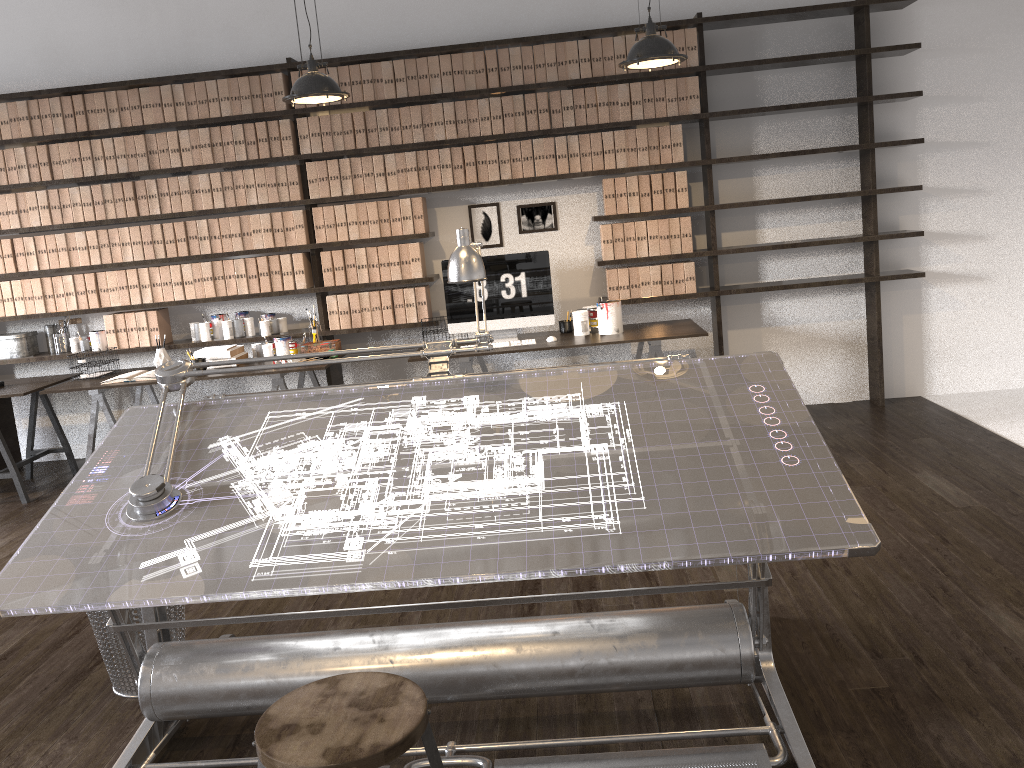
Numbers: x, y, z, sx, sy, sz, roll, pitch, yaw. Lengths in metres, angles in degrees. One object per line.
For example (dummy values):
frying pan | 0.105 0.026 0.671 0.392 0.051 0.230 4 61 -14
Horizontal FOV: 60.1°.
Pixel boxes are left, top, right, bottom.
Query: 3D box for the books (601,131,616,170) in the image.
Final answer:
books | 0.589 -1.424 5.425 0.067 0.224 0.176 -5 9 4

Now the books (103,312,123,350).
books | -2.554 -0.345 5.735 0.067 0.224 0.176 -5 9 4

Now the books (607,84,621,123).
books | 0.616 -1.693 5.388 0.066 0.224 0.176 -5 9 4

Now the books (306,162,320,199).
books | -1.220 -1.270 5.539 0.066 0.224 0.176 -5 9 4

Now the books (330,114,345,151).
books | -1.061 -1.549 5.491 0.066 0.224 0.176 -5 9 4

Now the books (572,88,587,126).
books | 0.412 -1.675 5.402 0.066 0.224 0.176 -5 9 4

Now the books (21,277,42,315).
books | -3.078 -0.572 5.732 0.066 0.224 0.176 -5 9 4

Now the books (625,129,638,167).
books | 0.723 -1.436 5.420 0.066 0.224 0.176 -5 9 4

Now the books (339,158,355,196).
books | -1.014 -1.288 5.525 0.066 0.224 0.176 -5 9 4

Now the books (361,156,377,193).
books | -0.875 -1.300 5.519 0.066 0.224 0.176 -5 9 4

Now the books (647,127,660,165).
books | 0.857 -1.448 5.413 0.066 0.224 0.176 -5 9 4

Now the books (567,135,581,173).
books | 0.380 -1.407 5.440 0.066 0.224 0.176 -5 9 4

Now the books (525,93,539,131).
books | 0.123 -1.651 5.420 0.066 0.224 0.176 -5 9 4

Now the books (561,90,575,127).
books | 0.341 -1.668 5.402 0.066 0.224 0.176 -5 9 4

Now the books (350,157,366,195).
books | -0.944 -1.294 5.525 0.066 0.224 0.176 -5 9 4

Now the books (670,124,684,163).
books | 0.998 -1.459 5.400 0.066 0.224 0.176 -5 9 4

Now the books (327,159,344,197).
books | -1.086 -1.281 5.526 0.066 0.224 0.176 -5 9 4

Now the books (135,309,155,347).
books | -2.346 -0.363 5.724 0.066 0.224 0.176 -5 9 4

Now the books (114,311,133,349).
books | -2.487 -0.352 5.736 0.066 0.224 0.176 -5 9 4

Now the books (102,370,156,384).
books | -2.211 -0.050 5.256 0.354 0.029 0.258 -5 11 4

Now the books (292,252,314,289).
books | -1.324 -0.721 5.623 0.066 0.224 0.176 -5 9 4

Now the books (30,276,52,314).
books | -3.012 -0.576 5.724 0.067 0.224 0.176 -5 9 4

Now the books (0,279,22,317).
books | -3.213 -0.559 5.737 0.067 0.224 0.176 -5 9 4

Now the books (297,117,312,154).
books | -1.268 -1.531 5.503 0.066 0.224 0.176 -5 9 4

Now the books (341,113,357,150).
books | -0.996 -1.555 5.489 0.066 0.224 0.176 -5 9 4

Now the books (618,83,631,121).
books | 0.678 -1.697 5.383 0.066 0.224 0.176 -5 9 4

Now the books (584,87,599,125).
books | 0.482 -1.681 5.398 0.066 0.224 0.176 -5 9 4

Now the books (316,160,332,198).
books | -1.158 -1.275 5.531 0.067 0.224 0.176 -5 9 4

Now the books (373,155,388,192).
books | -0.805 -1.305 5.511 0.067 0.224 0.176 -5 9 4

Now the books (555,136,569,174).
books | 0.308 -1.400 5.441 0.066 0.224 0.176 -5 9 4

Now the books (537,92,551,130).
books | 0.196 -1.656 5.410 0.067 0.224 0.176 -5 9 4

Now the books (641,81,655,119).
books | 0.820 -1.710 5.376 0.066 0.224 0.176 -5 9 4

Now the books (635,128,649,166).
books | 0.790 -1.441 5.411 0.067 0.224 0.176 -5 9 4

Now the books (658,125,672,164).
books | 0.928 -1.454 5.409 0.066 0.224 0.176 -5 9 4

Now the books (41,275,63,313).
books | -2.945 -0.583 5.725 0.066 0.224 0.176 -5 9 4

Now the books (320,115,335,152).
books | -1.124 -1.543 5.490 0.067 0.224 0.176 -5 9 4

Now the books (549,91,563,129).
books | 0.271 -1.663 5.411 0.066 0.224 0.176 -5 9 4

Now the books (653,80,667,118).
books | 0.890 -1.716 5.374 0.066 0.224 0.176 -5 9 4

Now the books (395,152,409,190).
books | -0.670 -1.317 5.506 0.066 0.224 0.176 -5 9 4

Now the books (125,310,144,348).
books | -2.417 -0.358 5.732 0.066 0.224 0.176 -5 9 4

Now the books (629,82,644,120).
books | 0.750 -1.703 5.376 0.067 0.224 0.176 -5 9 4

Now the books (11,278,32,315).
books | -3.141 -0.566 5.735 0.066 0.224 0.176 -5 9 4

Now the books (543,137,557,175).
books | 0.236 -1.394 5.445 0.067 0.224 0.176 -5 9 4

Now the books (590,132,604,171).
books | 0.519 -1.419 5.433 0.066 0.224 0.176 -5 9 4

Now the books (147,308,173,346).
books | -2.275 -0.370 5.724 0.066 0.224 0.176 -5 9 4

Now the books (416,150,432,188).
books | -0.537 -1.329 5.499 0.066 0.224 0.176 -5 9 4

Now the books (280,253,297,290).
books | -1.402 -0.714 5.626 0.067 0.224 0.176 -5 9 4

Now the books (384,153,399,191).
books | -0.733 -1.312 5.508 0.066 0.224 0.176 -5 9 4

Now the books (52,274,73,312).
books | -2.874 -0.589 5.721 0.066 0.224 0.176 -5 9 4

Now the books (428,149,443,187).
books | -0.466 -1.335 5.494 0.066 0.224 0.176 -5 9 4

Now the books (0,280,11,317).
books | -3.283 -0.554 5.745 0.066 0.224 0.176 -5 9 4

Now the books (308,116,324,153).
books | -1.196 -1.537 5.495 0.066 0.224 0.176 -5 9 4

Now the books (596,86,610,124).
books | 0.549 -1.686 5.388 0.067 0.224 0.176 -5 9 4

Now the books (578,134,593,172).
books | 0.450 -1.413 5.439 0.066 0.224 0.176 -5 9 4

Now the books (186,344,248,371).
books | -1.813 -0.172 5.400 0.294 0.146 0.388 -5 10 4
